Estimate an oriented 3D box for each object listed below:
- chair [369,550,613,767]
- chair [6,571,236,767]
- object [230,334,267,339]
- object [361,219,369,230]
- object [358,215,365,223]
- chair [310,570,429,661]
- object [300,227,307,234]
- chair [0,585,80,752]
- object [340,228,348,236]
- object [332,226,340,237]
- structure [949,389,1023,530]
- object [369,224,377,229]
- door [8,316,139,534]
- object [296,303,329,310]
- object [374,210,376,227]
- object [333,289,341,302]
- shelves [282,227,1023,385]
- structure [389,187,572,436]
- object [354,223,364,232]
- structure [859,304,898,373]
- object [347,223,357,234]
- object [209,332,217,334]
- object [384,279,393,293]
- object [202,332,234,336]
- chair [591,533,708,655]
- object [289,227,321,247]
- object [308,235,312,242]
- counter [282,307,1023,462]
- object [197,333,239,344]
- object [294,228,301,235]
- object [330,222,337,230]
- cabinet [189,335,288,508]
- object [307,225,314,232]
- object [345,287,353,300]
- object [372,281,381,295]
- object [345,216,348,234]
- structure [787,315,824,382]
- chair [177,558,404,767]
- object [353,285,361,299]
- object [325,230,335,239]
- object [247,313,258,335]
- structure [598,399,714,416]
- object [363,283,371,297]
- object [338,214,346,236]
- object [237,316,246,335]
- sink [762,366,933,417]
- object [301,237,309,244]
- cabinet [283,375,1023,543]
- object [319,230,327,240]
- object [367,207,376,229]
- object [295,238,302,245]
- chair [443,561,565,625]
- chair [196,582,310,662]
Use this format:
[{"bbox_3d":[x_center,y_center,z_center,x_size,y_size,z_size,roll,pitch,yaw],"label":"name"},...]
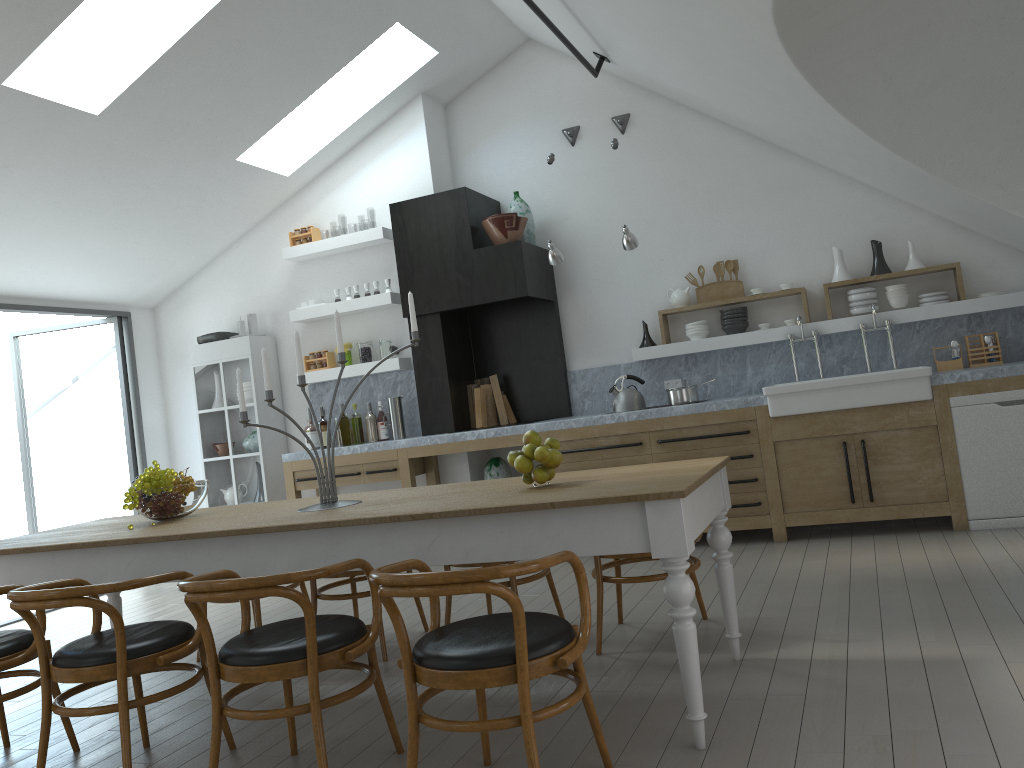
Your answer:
[{"bbox_3d":[-0.064,0.828,2.471,0.526,0.736,0.621,-9,-3,24],"label":"chair"},{"bbox_3d":[-1.371,1.013,3.071,0.526,0.736,0.621,-8,-3,21],"label":"chair"},{"bbox_3d":[-2.291,-0.406,7.702,0.295,0.025,0.150,-6,-2,-45],"label":"object"},{"bbox_3d":[-1.209,-1.304,7.324,0.071,0.099,0.071,-7,-3,-15],"label":"object"},{"bbox_3d":[-1.258,-1.330,7.445,0.048,0.169,0.048,-9,-3,29],"label":"object"},{"bbox_3d":[-0.742,0.966,4.549,0.526,0.736,0.621,-8,-2,18],"label":"chair"},{"bbox_3d":[-1.785,-1.310,7.611,0.058,0.075,0.058,-10,-3,44],"label":"object"},{"bbox_3d":[-2.057,1.109,3.295,0.526,0.736,0.621,-9,-3,25],"label":"chair"},{"bbox_3d":[-1.441,-1.266,7.512,0.093,0.093,0.094,-6,-3,-36],"label":"object"},{"bbox_3d":[-1.465,-1.268,7.424,0.071,0.099,0.071,-7,-3,-15],"label":"object"},{"bbox_3d":[3.166,0.437,5.566,0.723,0.824,0.598,-8,-3,21],"label":"structure"},{"bbox_3d":[-1.185,-1.302,7.412,0.093,0.093,0.094,-6,-3,-36],"label":"object"},{"bbox_3d":[-3.889,0.629,7.949,1.051,2.350,0.080,-8,-3,6],"label":"door"},{"bbox_3d":[-1.695,-0.654,7.560,0.294,0.025,0.113,-8,-2,21],"label":"object"},{"bbox_3d":[-1.149,-1.352,7.350,0.054,0.179,0.054,-7,-3,-3],"label":"object"},{"bbox_3d":[-1.471,-0.738,7.469,0.067,0.124,0.064,-8,-3,15],"label":"object"},{"bbox_3d":[0.807,-0.845,6.926,5.543,1.364,0.480,-8,-3,16],"label":"shelves"},{"bbox_3d":[-0.251,-0.591,7.197,1.074,1.887,0.780,-8,-3,21],"label":"structure"},{"bbox_3d":[-1.269,-1.288,7.378,0.077,0.085,0.077,-6,-3,-36],"label":"object"},{"bbox_3d":[2.569,-0.293,6.118,0.214,0.530,0.332,-8,-3,2],"label":"structure"},{"bbox_3d":[-1.335,-1.288,7.436,0.082,0.105,0.081,-7,-2,-11],"label":"object"},{"bbox_3d":[-2.581,-0.389,7.810,0.170,0.120,0.170,-8,-2,21],"label":"object"},{"bbox_3d":[-1.017,-0.802,7.281,0.067,0.124,0.064,-8,-3,15],"label":"object"},{"bbox_3d":[-2.580,-0.379,7.810,0.238,0.120,0.238,-8,-2,21],"label":"object"},{"bbox_3d":[0.615,0.777,4.074,0.526,0.736,0.621,-8,-2,18],"label":"chair"},{"bbox_3d":[-1.776,-1.248,7.606,0.237,0.146,0.120,-8,-2,21],"label":"object"},{"bbox_3d":[-1.712,-1.233,7.582,0.058,0.075,0.058,-10,-3,44],"label":"object"},{"bbox_3d":[1.300,-0.109,6.493,6.565,0.620,0.962,-8,-2,21],"label":"counter"},{"bbox_3d":[-2.578,-0.370,7.809,0.298,0.120,0.299,-8,-2,21],"label":"object"},{"bbox_3d":[-1.847,-1.301,7.635,0.058,0.075,0.058,-10,-3,44],"label":"object"},{"bbox_3d":[-1.514,-1.294,7.545,0.048,0.169,0.048,-9,-3,29],"label":"object"},{"bbox_3d":[-2.326,0.613,7.710,0.641,1.993,0.361,-9,-3,21],"label":"cabinet"},{"bbox_3d":[-1.724,-1.318,7.587,0.058,0.075,0.058,-10,-3,44],"label":"object"},{"bbox_3d":[-1.368,-0.752,7.429,0.067,0.124,0.064,-8,-3,15],"label":"object"},{"bbox_3d":[-1.119,-0.787,7.321,0.067,0.124,0.064,-8,-3,15],"label":"object"},{"bbox_3d":[-1.405,-1.316,7.450,0.054,0.179,0.054,-7,-3,-3],"label":"object"},{"bbox_3d":[2.119,-0.229,6.294,0.214,0.530,0.332,-8,-3,2],"label":"structure"},{"bbox_3d":[-0.706,0.920,2.795,0.526,0.736,0.621,-8,-2,16],"label":"chair"},{"bbox_3d":[-1.294,-0.763,7.384,0.067,0.124,0.064,-8,-3,15],"label":"object"},{"bbox_3d":[-1.526,-1.252,7.478,0.077,0.085,0.077,-6,-3,-36],"label":"object"},{"bbox_3d":[-2.265,-0.507,7.742,0.072,0.211,0.071,-5,-4,-45],"label":"object"},{"bbox_3d":[1.074,0.188,6.506,0.736,0.041,0.647,-8,-1,21],"label":"structure"},{"bbox_3d":[-1.202,-0.775,7.363,0.067,0.124,0.064,-8,-3,15],"label":"object"},{"bbox_3d":[-1.411,-1.320,7.386,0.063,0.187,0.063,-7,-3,-11],"label":"object"},{"bbox_3d":[-2.341,-0.492,7.668,0.054,0.196,0.054,-5,-4,-44],"label":"object"},{"bbox_3d":[2.247,0.050,5.941,1.019,0.202,0.727,-8,-2,21],"label":"sink"},{"bbox_3d":[-1.774,-1.224,7.606,0.058,0.075,0.058,-10,-3,44],"label":"object"},{"bbox_3d":[1.330,0.714,6.455,6.418,1.023,1.004,-8,-2,21],"label":"cabinet"},{"bbox_3d":[-1.591,-1.252,7.536,0.082,0.105,0.081,-7,-2,-11],"label":"object"},{"bbox_3d":[-1.155,-1.356,7.286,0.063,0.187,0.063,-7,-3,-11],"label":"object"},{"bbox_3d":[-1.836,-1.215,7.631,0.058,0.075,0.058,-10,-3,44],"label":"object"},{"bbox_3d":[-0.049,0.871,4.343,0.526,0.736,0.621,-9,-3,24],"label":"chair"},{"bbox_3d":[-1.389,1.059,4.866,0.526,0.736,0.621,-8,-3,21],"label":"chair"}]
